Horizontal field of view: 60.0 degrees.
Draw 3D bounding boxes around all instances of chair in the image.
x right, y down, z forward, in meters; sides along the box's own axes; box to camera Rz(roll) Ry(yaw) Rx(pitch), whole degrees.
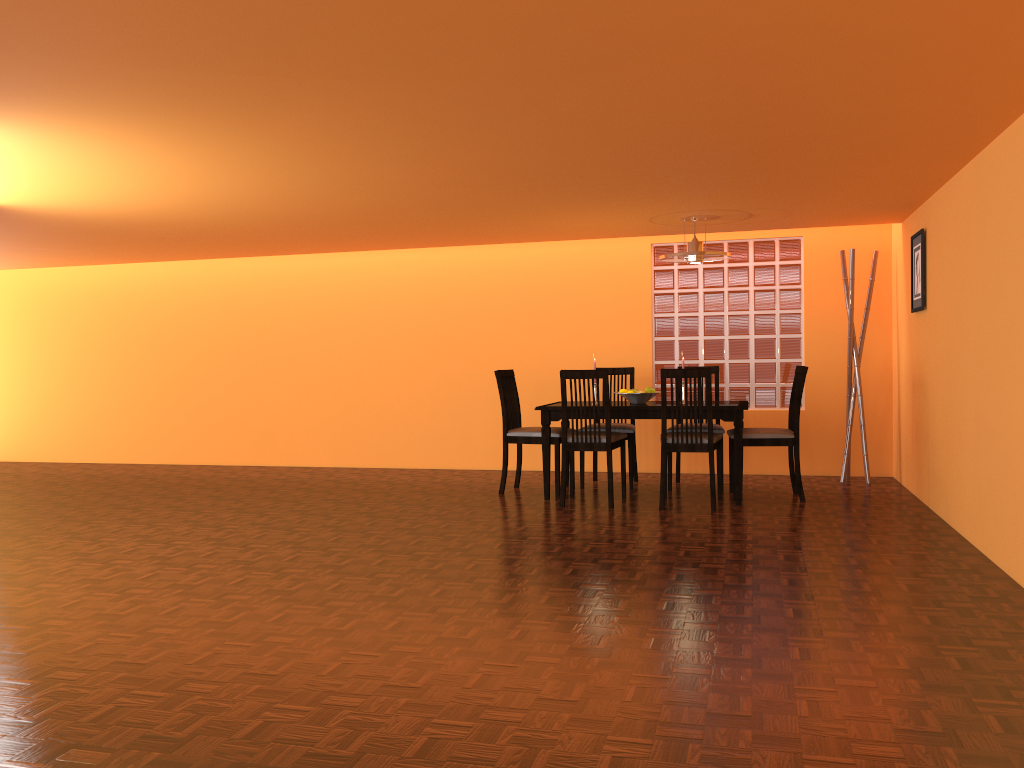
[{"bbox_3d":[0.473,0.315,5.312,0.373,0.809,0.465,-1,2,15],"label":"chair"},{"bbox_3d":[0.147,0.308,5.796,0.465,0.809,0.373,0,2,20],"label":"chair"},{"bbox_3d":[0.675,0.293,6.051,0.373,0.809,0.465,-1,2,15],"label":"chair"},{"bbox_3d":[1.030,0.310,5.161,0.373,0.809,0.465,-1,2,15],"label":"chair"},{"bbox_3d":[1.557,0.295,5.404,0.465,0.809,0.373,-1,1,10],"label":"chair"},{"bbox_3d":[1.232,0.288,5.900,0.373,0.809,0.465,-1,2,15],"label":"chair"}]

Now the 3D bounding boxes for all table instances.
[{"bbox_3d":[0.840,0.415,5.582,1.259,0.584,0.697,-1,2,15],"label":"table"}]

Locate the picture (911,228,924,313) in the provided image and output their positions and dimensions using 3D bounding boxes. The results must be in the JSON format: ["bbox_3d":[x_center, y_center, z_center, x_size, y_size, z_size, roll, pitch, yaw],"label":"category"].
[{"bbox_3d":[2.352,-0.649,5.143,0.014,0.456,0.361,-1,2,15],"label":"picture"}]

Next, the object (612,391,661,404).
[{"bbox_3d":[0.799,0.087,5.597,0.337,0.072,0.337,-1,2,-19],"label":"object"}]

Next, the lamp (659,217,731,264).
[{"bbox_3d":[1.128,-0.881,5.465,0.435,0.274,0.435,0,2,37],"label":"lamp"}]

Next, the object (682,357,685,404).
[{"bbox_3d":[1.068,-0.042,5.522,0.044,0.326,0.044,-1,1,4],"label":"object"}]

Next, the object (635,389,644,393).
[{"bbox_3d":[0.803,0.066,5.536,0.066,0.070,0.055,-1,1,-3],"label":"object"}]

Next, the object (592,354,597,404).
[{"bbox_3d":[0.523,-0.035,5.583,0.044,0.326,0.044,-1,1,4],"label":"object"}]

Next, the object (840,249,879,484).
[{"bbox_3d":[2.332,-0.120,6.007,0.226,1.589,0.308,0,2,37],"label":"object"}]

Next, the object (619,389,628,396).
[{"bbox_3d":[0.704,0.054,5.577,0.055,0.046,0.046,-1,1,-2],"label":"object"}]

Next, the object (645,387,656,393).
[{"bbox_3d":[0.869,0.051,5.579,0.069,0.066,0.069,0,2,25],"label":"object"}]

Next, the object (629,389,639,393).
[{"bbox_3d":[0.780,0.071,5.632,0.087,0.076,0.089,0,2,21],"label":"object"}]

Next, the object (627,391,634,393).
[{"bbox_3d":[0.741,0.066,5.544,0.046,0.046,0.055,-2,2,-22],"label":"object"}]
